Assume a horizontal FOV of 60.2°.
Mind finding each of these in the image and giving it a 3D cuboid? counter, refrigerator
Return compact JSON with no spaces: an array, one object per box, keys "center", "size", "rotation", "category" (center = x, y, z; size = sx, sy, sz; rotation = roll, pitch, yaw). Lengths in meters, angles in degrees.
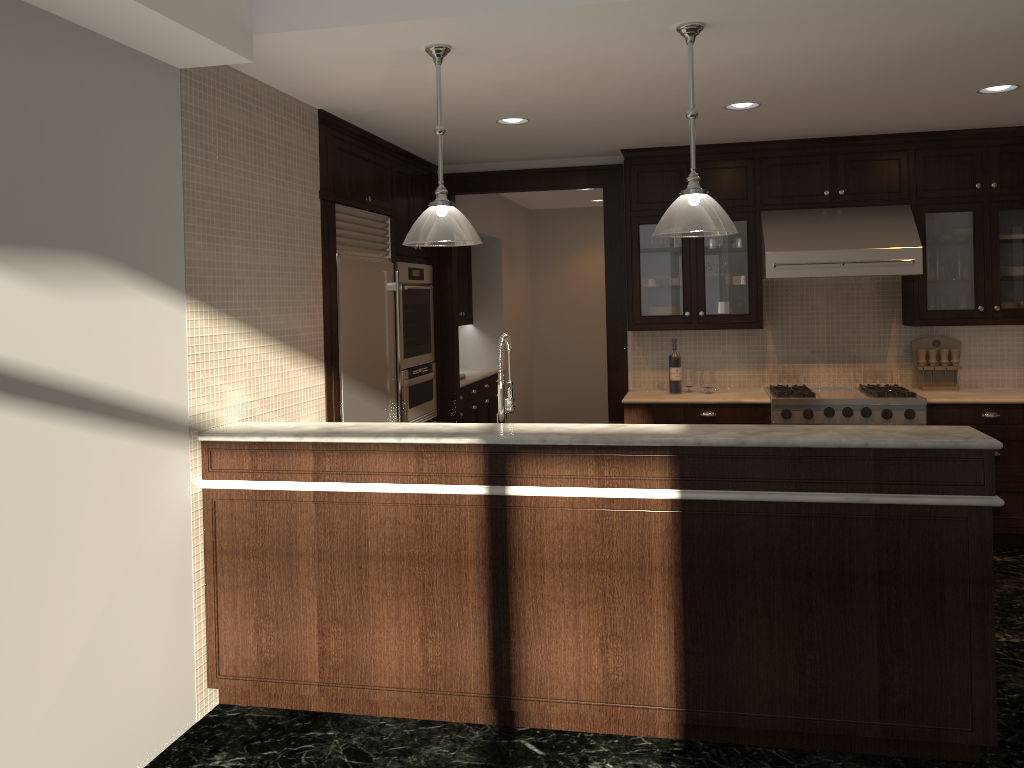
[{"center":[0.213,0.185,3.285],"size":[2.853,0.032,0.329],"rotation":[0,6,12],"category":"counter"},{"center":[-0.611,-0.050,7.775],"size":[0.708,0.032,1.864],"rotation":[0,6,12],"category":"counter"},{"center":[-1.118,0.038,5.290],"size":[0.687,2.120,0.891],"rotation":[-1,1,12],"category":"refrigerator"},{"center":[2.257,0.160,4.915],"size":[3.366,0.032,2.325],"rotation":[0,6,12],"category":"counter"},{"center":[0.285,0.333,3.642],"size":[2.867,0.032,1.058],"rotation":[0,6,12],"category":"counter"}]

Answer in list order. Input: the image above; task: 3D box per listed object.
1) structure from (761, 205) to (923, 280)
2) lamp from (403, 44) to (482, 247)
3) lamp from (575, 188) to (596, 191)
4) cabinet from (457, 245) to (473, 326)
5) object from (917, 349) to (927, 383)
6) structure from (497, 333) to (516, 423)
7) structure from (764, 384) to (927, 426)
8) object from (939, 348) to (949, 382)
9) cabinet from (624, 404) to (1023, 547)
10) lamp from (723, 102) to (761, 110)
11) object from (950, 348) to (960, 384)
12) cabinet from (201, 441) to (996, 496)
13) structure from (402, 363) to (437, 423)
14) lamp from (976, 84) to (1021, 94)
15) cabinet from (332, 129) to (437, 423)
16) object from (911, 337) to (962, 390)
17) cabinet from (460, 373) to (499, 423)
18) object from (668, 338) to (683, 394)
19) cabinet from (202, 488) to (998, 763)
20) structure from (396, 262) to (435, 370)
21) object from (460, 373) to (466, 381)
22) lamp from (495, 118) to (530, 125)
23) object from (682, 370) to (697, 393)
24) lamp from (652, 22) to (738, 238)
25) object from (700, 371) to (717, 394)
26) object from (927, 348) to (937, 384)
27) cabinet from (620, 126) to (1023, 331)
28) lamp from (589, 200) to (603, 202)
[{"center":[2.120,-0.940,5.790],"size":[0.930,0.477,0.642],"rotation":[0,4,12],"category":"structure"},{"center":[-0.286,-0.948,3.517],"size":[0.317,0.783,0.318],"rotation":[-1,1,26],"category":"lamp"},{"center":[0.687,-1.893,8.279],"size":[0.197,0.136,0.198],"rotation":[0,4,17],"category":"lamp"},{"center":[-0.768,-0.907,7.800],"size":[0.432,0.825,1.864],"rotation":[-1,5,12],"category":"cabinet"},{"center":[2.732,-0.122,5.883],"size":[0.061,0.228,0.061],"rotation":[-1,1,-6],"category":"object"},{"center":[-0.025,0.049,3.743],"size":[0.051,0.530,0.244],"rotation":[-1,1,11],"category":"structure"},{"center":[2.148,0.450,5.769],"size":[0.905,0.837,0.721],"rotation":[-1,3,12],"category":"structure"},{"center":[2.868,-0.124,5.855],"size":[0.061,0.226,0.061],"rotation":[-2,1,-18],"category":"object"},{"center":[2.268,0.617,4.916],"size":[3.366,0.879,2.325],"rotation":[0,5,12],"category":"cabinet"},{"center":[1.240,-1.562,4.757],"size":[0.198,0.136,0.198],"rotation":[-3,4,-23],"category":"lamp"},{"center":[2.933,-0.119,5.842],"size":[0.061,0.237,0.061],"rotation":[-2,1,-24],"category":"object"},{"center":[0.205,0.277,3.288],"size":[2.834,0.152,0.294],"rotation":[0,5,12],"category":"cabinet"},{"center":[-0.937,0.077,6.154],"size":[0.665,0.388,0.766],"rotation":[-1,5,12],"category":"structure"},{"center":[2.476,-1.567,4.498],"size":[0.198,0.136,0.198],"rotation":[-5,5,-43],"category":"lamp"},{"center":[-1.035,-0.250,5.692],"size":[0.756,2.420,1.848],"rotation":[-1,2,12],"category":"cabinet"},{"center":[2.834,-0.138,5.872],"size":[0.316,0.349,0.110],"rotation":[-1,1,12],"category":"object"},{"center":[-0.280,0.340,7.709],"size":[0.057,0.745,1.799],"rotation":[-1,5,12],"category":"cabinet"},{"center":[1.109,-0.123,6.002],"size":[0.094,0.377,0.095],"rotation":[-1,1,27],"category":"object"},{"center":[0.300,0.773,3.647],"size":[2.846,0.912,1.029],"rotation":[0,3,12],"category":"cabinet"},{"center":[-0.906,-0.478,6.143],"size":[0.613,0.700,0.760],"rotation":[-1,3,12],"category":"structure"},{"center":[-0.640,-0.232,7.455],"size":[0.447,0.406,0.345],"rotation":[-1,3,12],"category":"object"},{"center":[0.003,-1.557,5.017],"size":[0.197,0.136,0.198],"rotation":[0,4,17],"category":"lamp"},{"center":[1.220,-0.020,6.084],"size":[0.112,0.151,0.113],"rotation":[-1,2,4],"category":"object"},{"center":[0.677,-0.952,3.315],"size":[0.317,0.783,0.318],"rotation":[-1,1,26],"category":"lamp"},{"center":[1.326,-0.012,5.973],"size":[0.112,0.151,0.113],"rotation":[-1,2,4],"category":"object"},{"center":[2.797,-0.118,5.870],"size":[0.061,0.237,0.061],"rotation":[-2,1,-18],"category":"object"},{"center":[2.235,-0.913,4.915],"size":[3.365,1.254,2.317],"rotation":[0,4,12],"category":"cabinet"},{"center":[0.906,-2.000,9.324],"size":[0.198,0.136,0.198],"rotation":[-2,4,-13],"category":"lamp"}]
